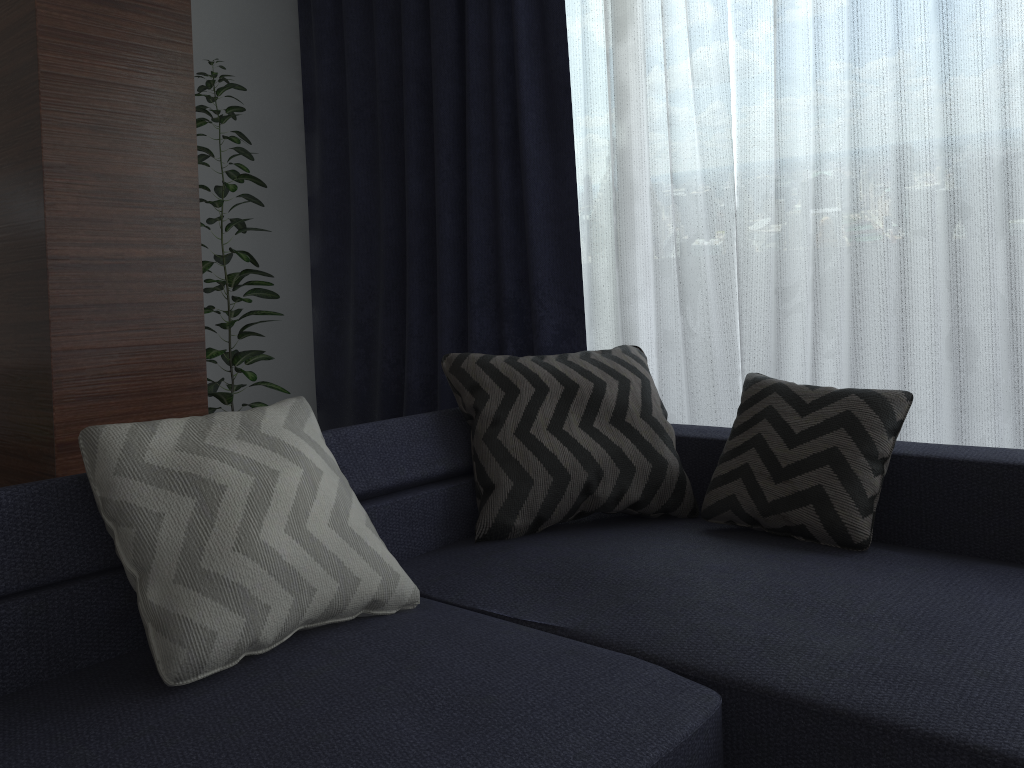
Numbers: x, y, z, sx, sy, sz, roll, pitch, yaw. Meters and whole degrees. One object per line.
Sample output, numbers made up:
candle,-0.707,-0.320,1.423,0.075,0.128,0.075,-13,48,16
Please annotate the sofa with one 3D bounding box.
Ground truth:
sofa,-0.019,0.476,1.065,1.899,0.606,2.885,2,7,41

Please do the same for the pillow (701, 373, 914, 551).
pillow,0.665,0.163,2.032,0.287,0.344,0.415,-5,4,-44

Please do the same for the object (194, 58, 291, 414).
object,-1.096,-0.329,3.391,0.503,1.842,0.484,-2,1,9

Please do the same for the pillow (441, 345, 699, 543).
pillow,0.148,0.170,2.273,0.598,0.517,0.356,-3,2,-19

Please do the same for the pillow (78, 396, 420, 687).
pillow,-0.460,0.245,1.570,0.342,0.387,0.497,0,4,41

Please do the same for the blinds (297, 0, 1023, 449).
blinds,-0.146,-0.505,0.098,7.138,2.765,5.821,3,7,44
